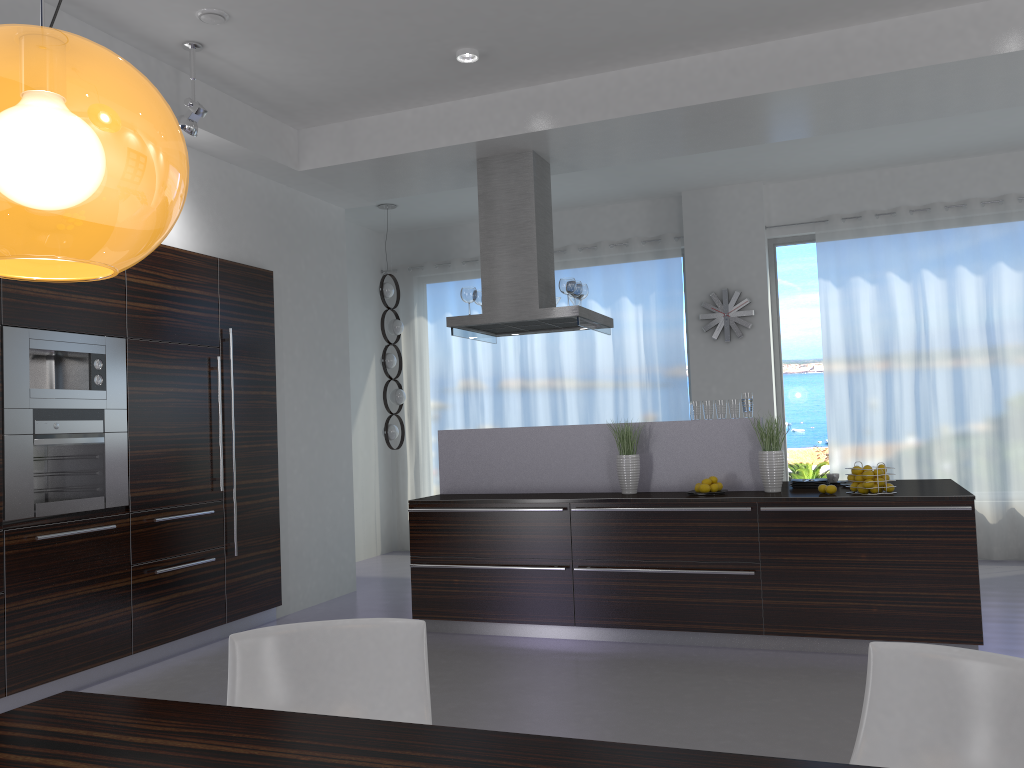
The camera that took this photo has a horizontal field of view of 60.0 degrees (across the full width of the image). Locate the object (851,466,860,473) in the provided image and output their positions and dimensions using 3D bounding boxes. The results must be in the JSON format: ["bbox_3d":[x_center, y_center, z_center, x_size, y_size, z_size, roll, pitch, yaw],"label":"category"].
[{"bbox_3d":[1.948,0.491,5.016,0.052,0.060,0.057,-3,-3,9],"label":"object"}]

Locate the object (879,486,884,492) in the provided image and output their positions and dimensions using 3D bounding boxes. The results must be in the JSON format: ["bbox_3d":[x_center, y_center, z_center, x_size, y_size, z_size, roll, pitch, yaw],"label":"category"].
[{"bbox_3d":[2.046,0.580,4.951,0.061,0.055,0.050,-1,-3,-23],"label":"object"}]

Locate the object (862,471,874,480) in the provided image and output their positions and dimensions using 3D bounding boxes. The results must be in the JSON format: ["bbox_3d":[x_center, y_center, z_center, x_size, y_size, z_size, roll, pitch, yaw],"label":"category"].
[{"bbox_3d":[1.967,0.504,4.899,0.061,0.052,0.053,-4,-3,34],"label":"object"}]

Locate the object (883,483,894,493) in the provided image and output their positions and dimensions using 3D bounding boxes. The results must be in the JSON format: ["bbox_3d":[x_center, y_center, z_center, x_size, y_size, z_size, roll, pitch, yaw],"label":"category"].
[{"bbox_3d":[2.083,0.574,4.905,0.062,0.052,0.053,-1,-3,-29],"label":"object"}]

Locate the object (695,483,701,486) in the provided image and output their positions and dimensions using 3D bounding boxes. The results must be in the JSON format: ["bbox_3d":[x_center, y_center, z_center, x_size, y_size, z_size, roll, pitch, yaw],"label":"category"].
[{"bbox_3d":[1.141,0.628,5.387,0.052,0.054,0.061,-1,-3,-22],"label":"object"}]

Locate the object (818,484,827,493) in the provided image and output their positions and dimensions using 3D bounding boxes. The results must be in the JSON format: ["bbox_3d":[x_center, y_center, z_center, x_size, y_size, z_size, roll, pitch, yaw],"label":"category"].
[{"bbox_3d":[1.777,0.599,5.058,0.053,0.051,0.063,-2,-3,-10],"label":"object"}]

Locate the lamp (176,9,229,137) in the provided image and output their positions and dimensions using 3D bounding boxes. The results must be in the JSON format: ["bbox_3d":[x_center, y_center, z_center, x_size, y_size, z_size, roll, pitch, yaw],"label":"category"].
[{"bbox_3d":[-1.680,-1.649,4.784,0.171,0.511,0.605,0,-4,-37],"label":"lamp"}]

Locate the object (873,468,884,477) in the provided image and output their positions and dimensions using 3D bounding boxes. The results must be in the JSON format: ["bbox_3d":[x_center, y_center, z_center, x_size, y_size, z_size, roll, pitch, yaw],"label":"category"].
[{"bbox_3d":[2.025,0.491,4.901,0.051,0.053,0.063,-4,-3,34],"label":"object"}]

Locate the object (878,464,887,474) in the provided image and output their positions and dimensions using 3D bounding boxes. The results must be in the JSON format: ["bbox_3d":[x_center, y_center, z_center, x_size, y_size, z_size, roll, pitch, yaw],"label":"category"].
[{"bbox_3d":[2.067,0.478,4.953,0.050,0.060,0.059,-3,-3,21],"label":"object"}]

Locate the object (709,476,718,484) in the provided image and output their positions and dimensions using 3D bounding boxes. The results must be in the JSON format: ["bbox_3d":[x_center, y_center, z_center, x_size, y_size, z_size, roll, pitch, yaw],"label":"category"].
[{"bbox_3d":[1.212,0.579,5.347,0.053,0.048,0.063,-2,-3,-13],"label":"object"}]

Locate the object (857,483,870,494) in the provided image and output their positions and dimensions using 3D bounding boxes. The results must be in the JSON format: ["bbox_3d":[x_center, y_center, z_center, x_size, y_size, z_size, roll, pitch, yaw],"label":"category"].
[{"bbox_3d":[1.955,0.579,4.927,0.064,0.063,0.074,-5,-4,42],"label":"object"}]

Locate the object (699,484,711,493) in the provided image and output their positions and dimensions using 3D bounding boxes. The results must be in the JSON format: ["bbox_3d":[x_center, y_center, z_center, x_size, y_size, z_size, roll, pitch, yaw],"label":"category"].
[{"bbox_3d":[1.146,0.622,5.276,0.070,0.058,0.060,-3,-3,20],"label":"object"}]

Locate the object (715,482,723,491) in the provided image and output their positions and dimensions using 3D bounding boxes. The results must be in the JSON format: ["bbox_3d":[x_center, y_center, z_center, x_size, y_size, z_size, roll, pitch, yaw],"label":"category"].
[{"bbox_3d":[1.242,0.618,5.344,0.063,0.053,0.051,-1,-3,-28],"label":"object"}]

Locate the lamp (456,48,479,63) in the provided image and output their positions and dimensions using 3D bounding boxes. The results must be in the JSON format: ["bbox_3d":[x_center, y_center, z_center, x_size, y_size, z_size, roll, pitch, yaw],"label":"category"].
[{"bbox_3d":[-0.261,-1.924,5.194,0.132,0.035,0.132,-2,-3,-6],"label":"lamp"}]

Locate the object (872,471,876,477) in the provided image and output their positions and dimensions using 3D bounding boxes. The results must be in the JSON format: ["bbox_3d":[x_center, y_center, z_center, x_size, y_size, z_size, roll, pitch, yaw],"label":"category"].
[{"bbox_3d":[2.034,0.510,4.971,0.055,0.051,0.061,-3,-3,16],"label":"object"}]

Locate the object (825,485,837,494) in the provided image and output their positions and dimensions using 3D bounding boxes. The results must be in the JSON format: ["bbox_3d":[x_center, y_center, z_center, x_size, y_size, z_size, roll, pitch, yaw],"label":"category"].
[{"bbox_3d":[1.798,0.595,4.998,0.063,0.051,0.053,-4,-3,25],"label":"object"}]

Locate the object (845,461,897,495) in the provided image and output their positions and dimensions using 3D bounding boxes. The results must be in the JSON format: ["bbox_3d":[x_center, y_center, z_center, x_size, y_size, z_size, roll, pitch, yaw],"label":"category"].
[{"bbox_3d":[2.002,0.522,4.957,0.189,0.174,0.207,-2,-3,-14],"label":"object"}]

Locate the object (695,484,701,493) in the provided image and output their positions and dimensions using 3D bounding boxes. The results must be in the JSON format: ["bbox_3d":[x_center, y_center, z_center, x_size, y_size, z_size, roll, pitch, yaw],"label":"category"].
[{"bbox_3d":[1.129,0.630,5.333,0.063,0.051,0.053,-4,-3,25],"label":"object"}]

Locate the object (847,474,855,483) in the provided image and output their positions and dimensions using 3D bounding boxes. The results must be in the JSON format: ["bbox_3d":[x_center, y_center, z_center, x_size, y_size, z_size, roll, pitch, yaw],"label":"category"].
[{"bbox_3d":[1.923,0.531,5.004,0.053,0.051,0.063,-2,-3,-10],"label":"object"}]

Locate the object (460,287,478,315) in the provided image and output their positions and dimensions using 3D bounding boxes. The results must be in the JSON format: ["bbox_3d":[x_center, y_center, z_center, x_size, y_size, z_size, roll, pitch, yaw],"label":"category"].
[{"bbox_3d":[-0.309,-0.586,6.411,0.125,0.221,0.125,0,-4,-44],"label":"object"}]

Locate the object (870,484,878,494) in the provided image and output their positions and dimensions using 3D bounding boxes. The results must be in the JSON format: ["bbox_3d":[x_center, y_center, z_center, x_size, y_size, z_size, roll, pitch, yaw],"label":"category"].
[{"bbox_3d":[1.997,0.577,4.887,0.051,0.053,0.063,-4,-3,29],"label":"object"}]

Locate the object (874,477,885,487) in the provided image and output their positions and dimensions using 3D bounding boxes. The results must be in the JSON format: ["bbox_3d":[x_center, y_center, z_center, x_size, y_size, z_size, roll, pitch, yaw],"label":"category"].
[{"bbox_3d":[2.025,0.541,4.893,0.061,0.055,0.051,-2,-3,0],"label":"object"}]

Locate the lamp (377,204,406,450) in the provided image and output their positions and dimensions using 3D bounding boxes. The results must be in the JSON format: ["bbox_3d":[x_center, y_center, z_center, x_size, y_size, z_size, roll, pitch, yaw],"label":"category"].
[{"bbox_3d":[-1.169,-0.550,8.582,0.180,2.370,0.367,-3,-3,15],"label":"lamp"}]

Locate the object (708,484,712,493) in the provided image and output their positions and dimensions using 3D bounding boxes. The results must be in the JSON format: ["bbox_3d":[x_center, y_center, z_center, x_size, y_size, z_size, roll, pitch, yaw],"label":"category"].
[{"bbox_3d":[1.190,0.626,5.354,0.057,0.060,0.071,-3,-3,23],"label":"object"}]

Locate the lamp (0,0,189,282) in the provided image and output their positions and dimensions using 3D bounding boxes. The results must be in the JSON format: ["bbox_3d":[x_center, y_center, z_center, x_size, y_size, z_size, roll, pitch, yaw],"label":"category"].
[{"bbox_3d":[-0.648,-1.132,1.207,0.359,1.974,0.358,-4,-3,26],"label":"lamp"}]

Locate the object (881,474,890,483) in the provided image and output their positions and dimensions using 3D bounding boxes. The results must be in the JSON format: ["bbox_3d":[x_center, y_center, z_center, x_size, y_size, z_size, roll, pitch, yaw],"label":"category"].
[{"bbox_3d":[2.070,0.526,4.931,0.061,0.054,0.053,-1,-3,-23],"label":"object"}]

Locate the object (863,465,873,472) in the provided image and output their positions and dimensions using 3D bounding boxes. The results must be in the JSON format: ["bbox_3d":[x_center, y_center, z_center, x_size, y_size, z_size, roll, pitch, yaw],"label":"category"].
[{"bbox_3d":[1.991,0.480,4.963,0.051,0.053,0.063,-3,-3,23],"label":"object"}]

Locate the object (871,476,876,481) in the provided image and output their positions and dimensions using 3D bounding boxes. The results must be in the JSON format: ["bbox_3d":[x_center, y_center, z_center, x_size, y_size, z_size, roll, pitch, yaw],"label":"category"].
[{"bbox_3d":[2.009,0.539,4.919,0.051,0.053,0.062,-4,-3,29],"label":"object"}]

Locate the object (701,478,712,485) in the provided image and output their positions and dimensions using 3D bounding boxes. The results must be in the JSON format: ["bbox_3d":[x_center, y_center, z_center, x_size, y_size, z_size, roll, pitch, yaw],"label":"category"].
[{"bbox_3d":[1.167,0.590,5.319,0.061,0.047,0.053,-4,-3,24],"label":"object"}]

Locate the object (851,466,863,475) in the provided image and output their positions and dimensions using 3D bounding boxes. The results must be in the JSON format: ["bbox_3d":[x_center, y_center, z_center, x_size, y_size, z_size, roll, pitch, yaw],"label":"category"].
[{"bbox_3d":[1.931,0.486,4.965,0.053,0.051,0.063,-1,-3,-21],"label":"object"}]

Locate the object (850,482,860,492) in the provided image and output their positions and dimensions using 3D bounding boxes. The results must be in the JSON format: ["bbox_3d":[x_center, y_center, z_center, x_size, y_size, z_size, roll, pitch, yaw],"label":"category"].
[{"bbox_3d":[1.930,0.577,4.982,0.060,0.057,0.052,-3,-3,23],"label":"object"}]

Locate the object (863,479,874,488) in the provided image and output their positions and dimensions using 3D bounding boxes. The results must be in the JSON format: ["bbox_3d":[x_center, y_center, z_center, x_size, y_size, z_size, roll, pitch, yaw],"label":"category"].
[{"bbox_3d":[1.959,0.550,4.872,0.061,0.054,0.052,-2,-3,-2],"label":"object"}]

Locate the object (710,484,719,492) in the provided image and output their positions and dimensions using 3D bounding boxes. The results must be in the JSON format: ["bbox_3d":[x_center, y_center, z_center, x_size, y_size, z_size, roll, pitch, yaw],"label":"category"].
[{"bbox_3d":[1.207,0.622,5.298,0.061,0.054,0.052,-2,-3,-2],"label":"object"}]

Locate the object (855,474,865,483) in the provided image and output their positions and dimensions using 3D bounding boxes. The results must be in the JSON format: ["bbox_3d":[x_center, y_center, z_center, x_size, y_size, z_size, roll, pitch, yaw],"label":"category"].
[{"bbox_3d":[1.945,0.529,4.946,0.062,0.053,0.052,-2,-3,-7],"label":"object"}]
